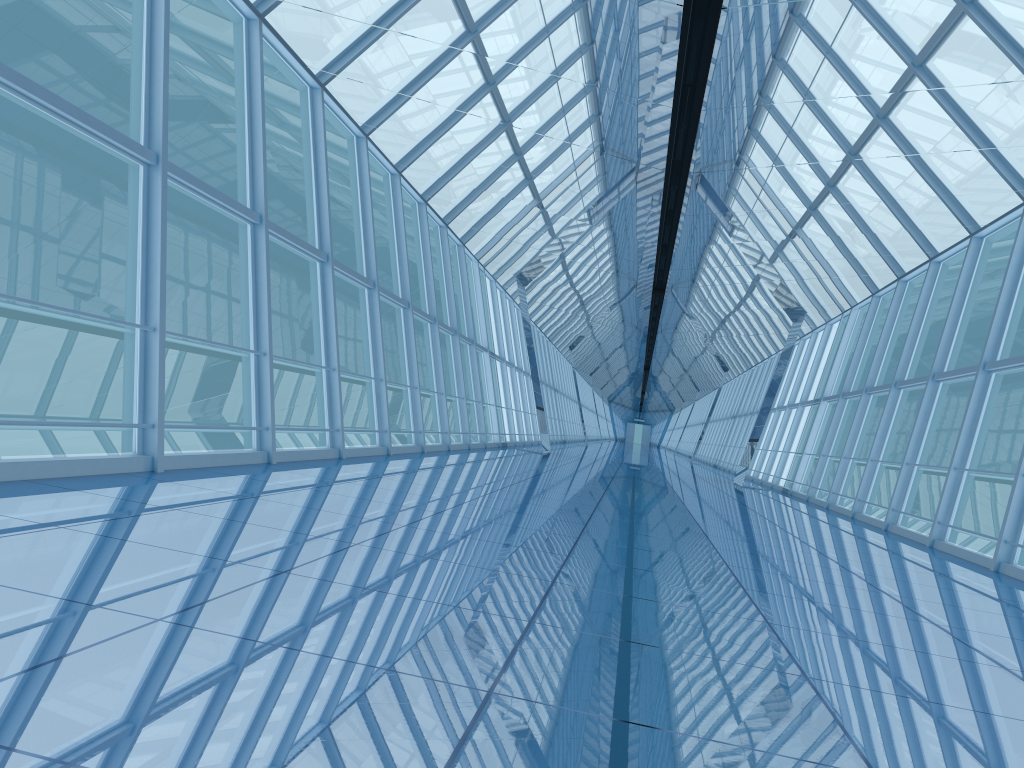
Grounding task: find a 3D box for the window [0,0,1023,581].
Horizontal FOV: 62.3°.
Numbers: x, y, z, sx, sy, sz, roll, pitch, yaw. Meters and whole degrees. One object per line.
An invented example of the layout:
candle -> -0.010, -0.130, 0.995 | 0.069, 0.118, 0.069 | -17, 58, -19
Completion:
window -> 7.342, 1.371, 47.739 | 9.987, 4.961, 104.312 | 8, -2, 9
